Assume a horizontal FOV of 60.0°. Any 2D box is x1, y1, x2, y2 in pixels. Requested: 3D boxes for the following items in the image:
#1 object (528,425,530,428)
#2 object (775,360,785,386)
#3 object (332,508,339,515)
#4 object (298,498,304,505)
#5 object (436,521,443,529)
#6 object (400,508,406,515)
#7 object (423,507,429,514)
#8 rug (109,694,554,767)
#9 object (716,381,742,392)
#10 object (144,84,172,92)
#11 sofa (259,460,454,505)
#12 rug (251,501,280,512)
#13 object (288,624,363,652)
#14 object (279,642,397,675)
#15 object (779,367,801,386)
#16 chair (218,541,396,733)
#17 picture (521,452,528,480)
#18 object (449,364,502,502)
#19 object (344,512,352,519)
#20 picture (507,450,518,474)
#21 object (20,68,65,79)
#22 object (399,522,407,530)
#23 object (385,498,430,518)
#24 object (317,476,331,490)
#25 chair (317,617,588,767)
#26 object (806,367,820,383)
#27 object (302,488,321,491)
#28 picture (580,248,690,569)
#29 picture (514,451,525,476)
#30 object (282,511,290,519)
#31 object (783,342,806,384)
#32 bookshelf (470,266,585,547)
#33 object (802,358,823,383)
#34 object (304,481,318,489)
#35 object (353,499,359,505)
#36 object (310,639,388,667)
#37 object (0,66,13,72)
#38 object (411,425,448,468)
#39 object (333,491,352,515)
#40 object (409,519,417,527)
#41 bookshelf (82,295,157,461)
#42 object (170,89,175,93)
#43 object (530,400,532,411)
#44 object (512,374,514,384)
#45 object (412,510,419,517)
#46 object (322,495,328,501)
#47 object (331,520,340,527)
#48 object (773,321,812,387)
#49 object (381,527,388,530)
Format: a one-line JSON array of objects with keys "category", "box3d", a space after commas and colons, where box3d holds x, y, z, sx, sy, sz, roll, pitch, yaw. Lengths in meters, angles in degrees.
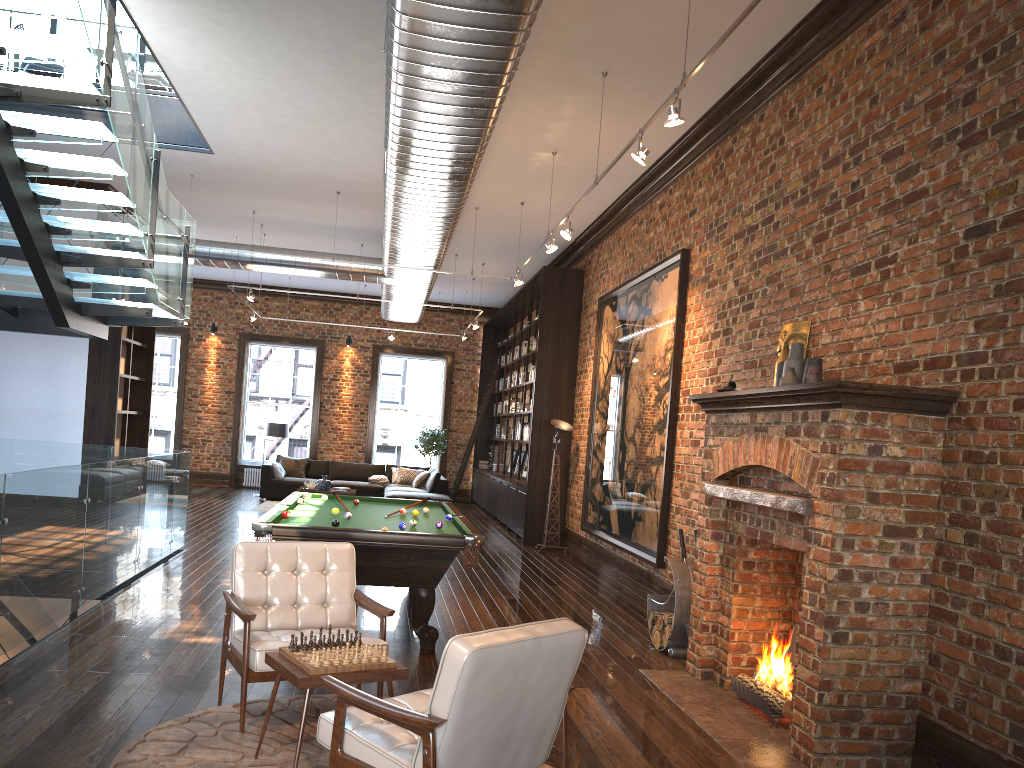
[{"category": "object", "box3d": [0.353, 0.859, 15.477, 0.166, 0.283, 0.015, 4, 1, -9]}, {"category": "object", "box3d": [1.765, -0.028, 5.737, 0.117, 0.250, 0.118, 5, 1, 39]}, {"category": "object", "box3d": [-1.420, 1.024, 7.127, 0.057, 0.057, 0.057, 4, -1, 29]}, {"category": "object", "box3d": [-1.849, 1.031, 7.773, 0.057, 0.057, 0.057, 5, -1, -10]}, {"category": "object", "box3d": [-0.548, 1.062, 6.680, 0.057, 0.057, 0.057, 4, -1, 14]}, {"category": "object", "box3d": [-0.926, 1.087, 7.542, 0.057, 0.057, 0.057, 5, -1, -43]}, {"category": "object", "box3d": [-0.761, 1.117, 7.835, 0.057, 0.057, 0.057, 4, -1, 37]}, {"category": "rug", "box3d": [-0.747, 1.695, 3.994, 1.971, 0.015, 1.971, 5, -4, -7]}, {"category": "object", "box3d": [1.480, 0.033, 5.907, 0.237, 0.105, 0.237, 4, -3, 2]}, {"category": "object", "box3d": [-4.245, -3.557, 10.524, 0.540, 0.770, 0.519, 4, 0, 2]}, {"category": "sofa", "box3d": [-2.954, 1.902, 16.470, 3.503, 0.804, 3.450, 5, -3, -8]}, {"category": "rug", "box3d": [-3.455, 2.221, 15.739, 2.023, 0.003, 2.114, 5, -4, -8]}, {"category": "object", "box3d": [-0.828, 1.130, 3.968, 0.335, 0.101, 0.075, 6, -1, -33]}, {"category": "object", "box3d": [-0.761, 1.191, 3.862, 0.389, 0.028, 0.387, 7, -4, -33]}, {"category": "object", "box3d": [1.688, -0.016, 5.375, 0.135, 0.169, 0.136, 4, -1, 34]}, {"category": "chair", "box3d": [-1.074, 1.288, 4.611, 0.770, 0.866, 0.739, 5, -1, -28]}, {"category": "picture", "box3d": [0.271, 1.476, 16.067, 0.112, 0.498, 0.507, 4, -1, -8]}, {"category": "object", "box3d": [-0.810, 1.089, 18.883, 0.897, 3.080, 0.494, 4, 1, -9]}, {"category": "object", "box3d": [-1.269, 1.018, 6.851, 0.057, 0.057, 0.057, 5, -1, -38]}, {"category": "picture", "box3d": [0.000, 1.567, 17.871, 0.112, 0.498, 0.507, 4, -1, -8]}, {"category": "object", "box3d": [-5.535, -3.666, 10.333, 0.542, 0.770, 0.518, 5, 0, -38]}, {"category": "object", "box3d": [-0.789, 1.026, 6.397, 0.057, 0.057, 0.057, 4, -1, -4]}, {"category": "object", "box3d": [-0.928, 1.106, 7.998, 0.028, 0.072, 1.609, 4, -3, 7]}, {"category": "object", "box3d": [-3.347, 1.761, 15.796, 0.215, 0.251, 0.215, 4, -1, 24]}, {"category": "chair", "box3d": [-0.231, 1.270, 3.298, 0.739, 0.866, 0.771, 4, -1, 42]}, {"category": "object", "box3d": [1.797, -0.017, 5.292, 0.081, 0.179, 0.082, 5, 1, 34]}, {"category": "object", "box3d": [-3.533, 1.850, 15.594, 0.266, 0.018, 0.202, 3, -4, 15]}, {"category": "picture", "box3d": [1.275, 0.316, 9.881, 0.080, 3.003, 3.200, 4, -1, -8]}, {"category": "picture", "box3d": [0.146, 1.518, 16.900, 0.112, 0.498, 0.507, 4, -1, -8]}, {"category": "object", "box3d": [-1.674, 0.970, 6.568, 0.057, 0.057, 0.057, 3, -1, 39]}, {"category": "object", "box3d": [1.784, -0.085, 5.590, 0.145, 0.350, 0.145, 5, 1, 28]}, {"category": "bookshelf", "box3d": [0.049, 0.523, 16.363, 0.601, 4.000, 7.408, 4, -2, -8]}, {"category": "object", "box3d": [1.838, -0.039, 5.417, 0.120, 0.243, 0.120, 4, 0, 11]}, {"category": "object", "box3d": [-3.520, 1.781, 15.605, 0.218, 0.160, 0.219, 3, -2, 34]}, {"category": "object", "box3d": [-1.429, 1.086, 8.137, 0.057, 0.057, 0.057, 3, -1, 40]}, {"category": "object", "box3d": [-0.685, 1.128, 3.753, 0.335, 0.101, 0.075, 6, -1, -33]}, {"category": "object", "box3d": [-8.267, -4.191, 14.044, 0.797, 1.866, 0.814, 5, 1, 40]}, {"category": "object", "box3d": [-1.840, 1.821, 19.557, 0.812, 1.866, 0.799, 4, 1, 0]}, {"category": "object", "box3d": [-1.516, 1.056, 7.909, 0.028, 0.072, 1.604, 4, -3, -16]}, {"category": "object", "box3d": [-0.744, 1.047, 6.668, 0.057, 0.057, 0.057, 4, -1, 31]}, {"category": "bookshelf", "box3d": [-5.552, 0.111, 12.604, 0.401, 3.520, 1.780, 4, 0, -8]}, {"category": "object", "box3d": [-5.581, -3.965, 14.420, 0.809, 1.866, 0.802, 5, 1, 35]}, {"category": "object", "box3d": [0.347, 0.304, 14.717, 0.069, 0.288, 0.117, 4, 1, -15]}, {"category": "object", "box3d": [0.032, -0.059, 17.163, 0.075, 0.255, 0.087, 4, 1, -19]}, {"category": "object", "box3d": [-0.817, 1.093, 7.500, 0.057, 0.057, 0.057, 4, -1, -8]}, {"category": "object", "box3d": [-1.764, 1.074, 8.361, 0.058, 0.058, 0.057, 4, -1, -7]}, {"category": "object", "box3d": [-1.240, 0.982, 6.234, 0.057, 0.057, 0.057, 4, -1, -4]}, {"category": "object", "box3d": [1.852, -0.148, 6.000, 0.125, 0.536, 0.408, 4, 0, -8]}, {"category": "object", "box3d": [-0.860, 0.996, 5.986, 0.057, 0.057, 0.057, 4, -1, 10]}]
